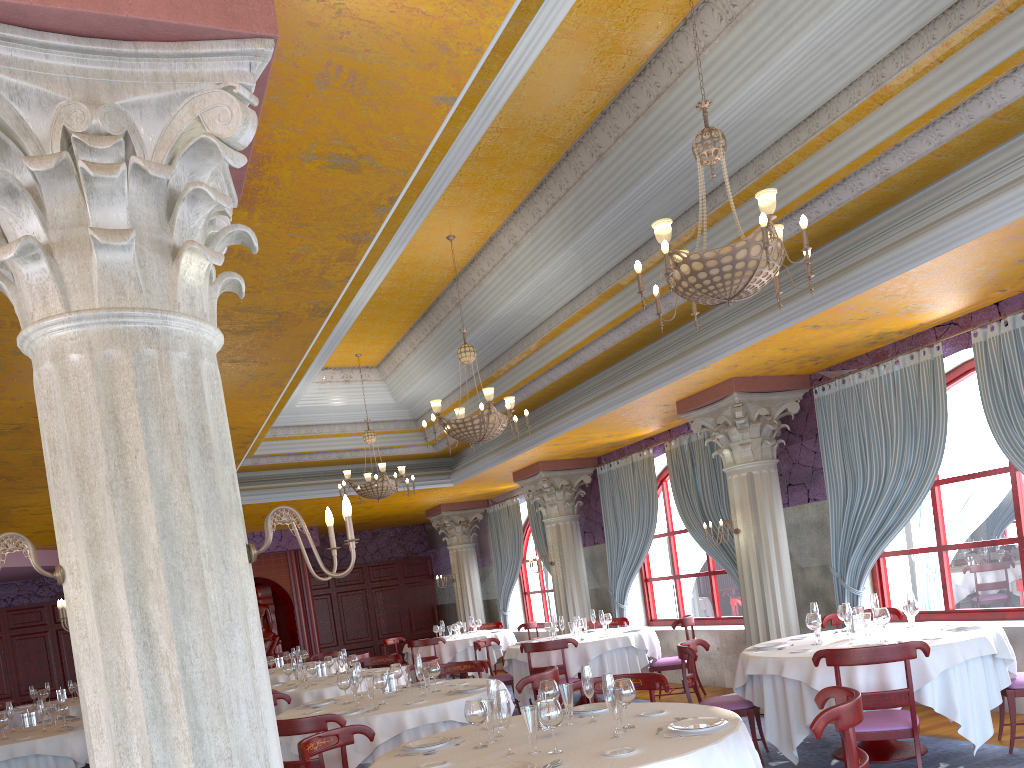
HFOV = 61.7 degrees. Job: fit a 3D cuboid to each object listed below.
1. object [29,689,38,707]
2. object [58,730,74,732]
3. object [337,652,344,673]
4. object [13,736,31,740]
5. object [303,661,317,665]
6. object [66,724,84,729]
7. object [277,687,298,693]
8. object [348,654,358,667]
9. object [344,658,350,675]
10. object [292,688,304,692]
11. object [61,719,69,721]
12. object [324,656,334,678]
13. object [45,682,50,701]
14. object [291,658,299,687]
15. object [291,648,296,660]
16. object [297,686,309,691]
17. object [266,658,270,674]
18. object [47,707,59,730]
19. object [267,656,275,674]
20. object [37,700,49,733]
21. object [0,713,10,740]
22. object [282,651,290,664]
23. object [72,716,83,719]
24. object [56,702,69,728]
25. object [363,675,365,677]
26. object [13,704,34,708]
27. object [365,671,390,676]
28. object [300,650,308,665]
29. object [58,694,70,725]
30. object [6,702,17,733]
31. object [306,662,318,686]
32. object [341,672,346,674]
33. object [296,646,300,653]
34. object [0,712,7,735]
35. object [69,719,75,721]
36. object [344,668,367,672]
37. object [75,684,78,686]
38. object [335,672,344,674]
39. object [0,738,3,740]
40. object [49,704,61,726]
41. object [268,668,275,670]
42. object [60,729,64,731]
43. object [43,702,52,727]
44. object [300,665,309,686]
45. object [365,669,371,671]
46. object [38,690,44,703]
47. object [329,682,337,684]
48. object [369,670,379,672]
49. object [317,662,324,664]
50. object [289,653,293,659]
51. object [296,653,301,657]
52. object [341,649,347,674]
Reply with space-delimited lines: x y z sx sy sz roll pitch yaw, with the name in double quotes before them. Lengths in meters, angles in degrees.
"object" -7.231 4.757 12.970 0.121 0.264 0.123 -8 -1 -11
"object" -4.487 3.485 8.614 0.236 0.013 0.028 -13 -11 21
"object" -2.006 3.319 10.086 0.074 0.335 0.073 -8 1 12
"object" -4.839 3.499 8.454 0.163 0.009 0.158 -17 -16 34
"object" -3.343 4.591 14.086 0.311 0.024 0.323 4 -18 -43
"object" -4.402 3.505 8.776 0.310 0.024 0.324 -2 -14 -24
"object" -2.555 3.442 9.617 0.310 0.024 0.324 -2 -14 -24
"object" -1.905 3.393 10.312 0.124 0.264 0.120 -8 -1 34
"object" -1.961 3.390 10.211 0.086 0.237 0.085 -8 0 0
"object" -2.384 3.421 9.585 0.022 0.003 0.256 -12 -14 18
"object" -5.046 3.838 9.811 0.055 0.019 0.258 -13 -14 23
"object" -2.288 3.543 10.726 0.121 0.264 0.123 -8 -1 -11
"object" -7.140 4.760 13.193 0.074 0.335 0.073 -8 1 12
"object" -2.542 3.379 10.025 0.072 0.335 0.075 -9 2 -33
"object" -3.335 4.211 13.127 0.074 0.335 0.073 -8 1 12
"object" -2.349 3.405 9.573 0.055 0.019 0.258 -13 -14 23
"object" -3.742 4.294 13.027 0.084 0.237 0.087 -8 0 -45
"object" -4.788 3.489 8.932 0.086 0.237 0.085 -8 0 0
"object" -3.643 4.253 12.969 0.120 0.264 0.124 -8 -1 -33
"object" -4.833 3.418 8.808 0.074 0.335 0.073 -8 1 12
"object" -5.141 3.460 8.649 0.121 0.264 0.123 -8 -1 -11
"object" -3.617 4.435 13.766 0.120 0.264 0.124 -8 -1 -33
"object" -4.841 3.797 9.767 0.310 0.024 0.324 -2 -14 -24
"object" -4.732 3.492 9.033 0.121 0.264 0.123 -8 -1 -11
"object" -1.770 3.450 10.096 0.030 0.010 0.140 -12 -14 21
"object" -7.528 4.980 13.236 0.310 0.024 0.324 -2 -14 -24
"object" -1.575 3.406 10.055 0.310 0.024 0.324 -2 -14 -24
"object" -3.234 4.285 13.352 0.120 0.264 0.124 -8 -1 -33
"object" -4.897 3.552 9.348 0.074 0.335 0.073 -8 1 12
"object" -5.432 3.613 9.287 0.074 0.335 0.073 -8 1 12
"object" -2.314 3.361 9.928 0.120 0.264 0.124 -8 -1 -33
"object" -2.182 3.740 11.078 0.022 0.003 0.256 -12 -14 18
"object" -3.399 4.346 13.667 0.074 0.335 0.073 -8 1 12
"object" -5.464 3.638 9.166 0.087 0.237 0.084 -8 0 23
"object" -5.009 3.839 9.799 0.022 0.003 0.256 -12 -14 18
"object" -2.014 3.698 11.046 0.314 0.024 0.319 -9 -13 5
"object" -6.719 4.774 13.296 0.087 0.237 0.084 -8 0 23
"object" -2.220 3.739 11.090 0.055 0.019 0.258 -13 -14 23
"object" -5.240 3.501 8.708 0.084 0.237 0.087 -8 0 -45
"object" -5.012 3.627 9.389 0.084 0.237 0.087 -8 0 -45
"object" -3.940 4.658 13.984 0.160 0.009 0.161 -11 -13 15
"object" -4.597 3.549 8.818 0.030 0.010 0.140 -12 -14 21
"object" -5.115 3.642 9.447 0.121 0.264 0.123 -8 -1 -11
"object" -2.413 3.402 9.987 0.086 0.237 0.085 -8 0 0
"object" -1.852 3.661 10.959 0.028 0.013 0.234 -11 -13 19
"object" -7.171 4.785 13.072 0.084 0.237 0.087 -8 0 -45
"object" -2.012 3.400 9.733 0.160 0.009 0.161 -11 -13 15
"object" -1.713 3.569 10.638 0.160 0.009 0.161 -11 -13 15
"object" -3.042 4.461 13.678 0.157 0.009 0.164 -2 -14 -24
"object" -3.514 4.421 13.708 0.085 0.237 0.087 -8 0 -22
"object" -3.290 4.283 13.251 0.086 0.237 0.085 -8 0 0
"object" -2.070 3.453 10.627 0.075 0.335 0.072 -7 2 34
